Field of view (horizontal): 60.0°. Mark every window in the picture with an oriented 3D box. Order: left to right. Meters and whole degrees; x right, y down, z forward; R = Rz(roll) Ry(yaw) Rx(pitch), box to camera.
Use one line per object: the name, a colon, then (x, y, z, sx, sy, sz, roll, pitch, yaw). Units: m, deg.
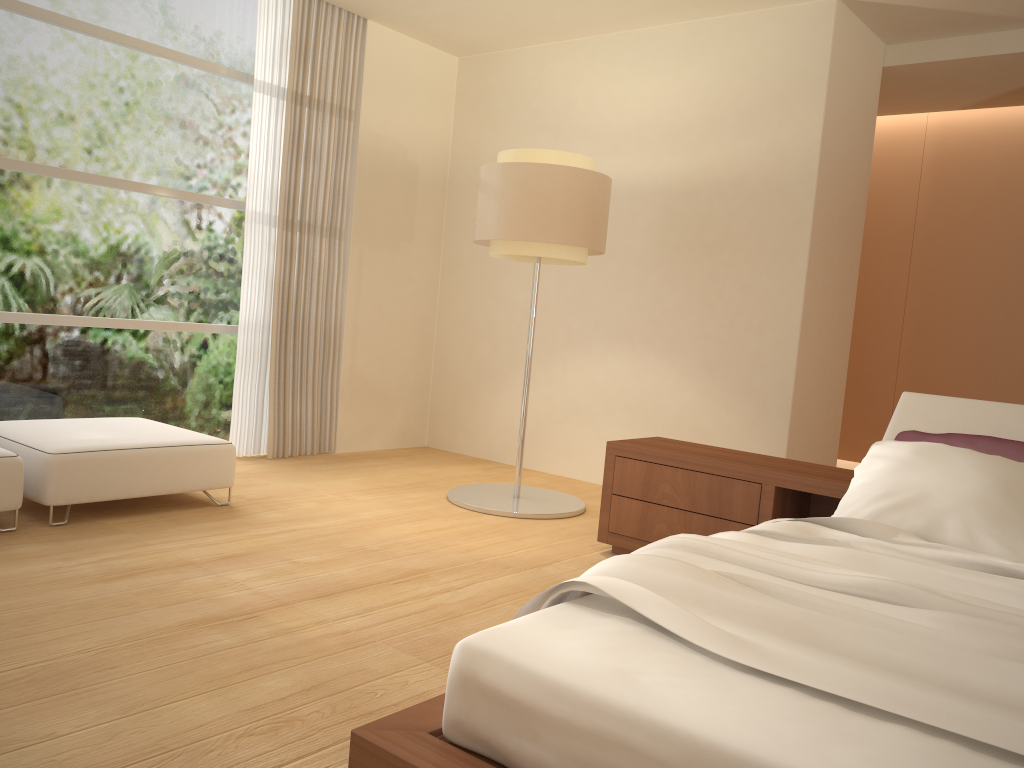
window: (-2.917, -1.211, 4.700, 0.071, 3.371, 4.781, 8, 5, 39)

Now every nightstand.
nightstand: (2.214, 0.780, 3.137, 4.220, 0.539, 0.493, 8, 5, 39)

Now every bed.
bed: (1.367, 0.772, 1.998, 2.599, 0.570, 2.535, 8, 5, 39)

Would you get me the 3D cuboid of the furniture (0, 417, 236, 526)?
furniture: (-2.071, 0.400, 4.490, 0.964, 0.346, 0.965, 8, 5, 39)

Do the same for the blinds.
blinds: (-1.437, -1.168, 6.049, 0.202, 3.351, 0.814, 8, 5, 38)

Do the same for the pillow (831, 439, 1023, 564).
pillow: (1.842, 0.444, 2.593, 1.720, 0.339, 0.561, 8, 5, 39)

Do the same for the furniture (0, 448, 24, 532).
furniture: (-2.721, 0.400, 3.684, 0.964, 0.346, 0.965, 8, 5, 39)

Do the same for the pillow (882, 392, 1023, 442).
pillow: (2.213, 0.356, 3.063, 1.779, 0.457, 0.461, 8, 5, 38)

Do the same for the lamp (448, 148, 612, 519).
lamp: (0.114, -0.297, 5.193, 0.817, 2.018, 0.817, 4, 4, -8)

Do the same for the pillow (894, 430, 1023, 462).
pillow: (2.008, 0.429, 2.807, 1.683, 0.369, 0.575, 8, 5, 39)
